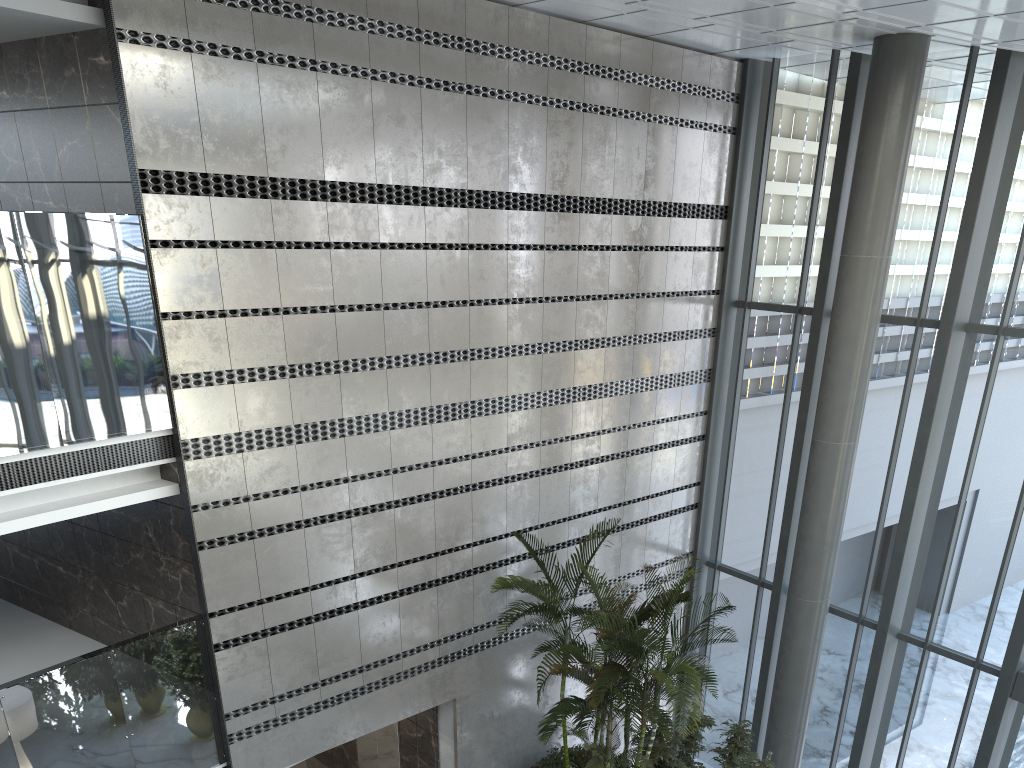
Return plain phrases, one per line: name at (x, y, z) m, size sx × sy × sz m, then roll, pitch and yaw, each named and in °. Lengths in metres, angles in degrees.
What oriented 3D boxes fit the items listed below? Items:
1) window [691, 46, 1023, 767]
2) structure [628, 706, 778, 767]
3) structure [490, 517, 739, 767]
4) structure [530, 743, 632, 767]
window at (-0.233, 1.886, 3.066) m, size 18.567 × 11.095 × 12.426 m, roll -5°, pitch 17°, yaw -25°
structure at (2.108, 4.941, 9.945) m, size 1.770 × 2.527 × 1.783 m, roll 13°, pitch 22°, yaw 32°
structure at (0.986, 3.767, 9.133) m, size 2.416 × 5.125 × 2.314 m, roll -13°, pitch 24°, yaw -31°
structure at (0.817, 5.175, 10.721) m, size 1.394 × 1.703 × 1.029 m, roll 1°, pitch 19°, yaw 1°
